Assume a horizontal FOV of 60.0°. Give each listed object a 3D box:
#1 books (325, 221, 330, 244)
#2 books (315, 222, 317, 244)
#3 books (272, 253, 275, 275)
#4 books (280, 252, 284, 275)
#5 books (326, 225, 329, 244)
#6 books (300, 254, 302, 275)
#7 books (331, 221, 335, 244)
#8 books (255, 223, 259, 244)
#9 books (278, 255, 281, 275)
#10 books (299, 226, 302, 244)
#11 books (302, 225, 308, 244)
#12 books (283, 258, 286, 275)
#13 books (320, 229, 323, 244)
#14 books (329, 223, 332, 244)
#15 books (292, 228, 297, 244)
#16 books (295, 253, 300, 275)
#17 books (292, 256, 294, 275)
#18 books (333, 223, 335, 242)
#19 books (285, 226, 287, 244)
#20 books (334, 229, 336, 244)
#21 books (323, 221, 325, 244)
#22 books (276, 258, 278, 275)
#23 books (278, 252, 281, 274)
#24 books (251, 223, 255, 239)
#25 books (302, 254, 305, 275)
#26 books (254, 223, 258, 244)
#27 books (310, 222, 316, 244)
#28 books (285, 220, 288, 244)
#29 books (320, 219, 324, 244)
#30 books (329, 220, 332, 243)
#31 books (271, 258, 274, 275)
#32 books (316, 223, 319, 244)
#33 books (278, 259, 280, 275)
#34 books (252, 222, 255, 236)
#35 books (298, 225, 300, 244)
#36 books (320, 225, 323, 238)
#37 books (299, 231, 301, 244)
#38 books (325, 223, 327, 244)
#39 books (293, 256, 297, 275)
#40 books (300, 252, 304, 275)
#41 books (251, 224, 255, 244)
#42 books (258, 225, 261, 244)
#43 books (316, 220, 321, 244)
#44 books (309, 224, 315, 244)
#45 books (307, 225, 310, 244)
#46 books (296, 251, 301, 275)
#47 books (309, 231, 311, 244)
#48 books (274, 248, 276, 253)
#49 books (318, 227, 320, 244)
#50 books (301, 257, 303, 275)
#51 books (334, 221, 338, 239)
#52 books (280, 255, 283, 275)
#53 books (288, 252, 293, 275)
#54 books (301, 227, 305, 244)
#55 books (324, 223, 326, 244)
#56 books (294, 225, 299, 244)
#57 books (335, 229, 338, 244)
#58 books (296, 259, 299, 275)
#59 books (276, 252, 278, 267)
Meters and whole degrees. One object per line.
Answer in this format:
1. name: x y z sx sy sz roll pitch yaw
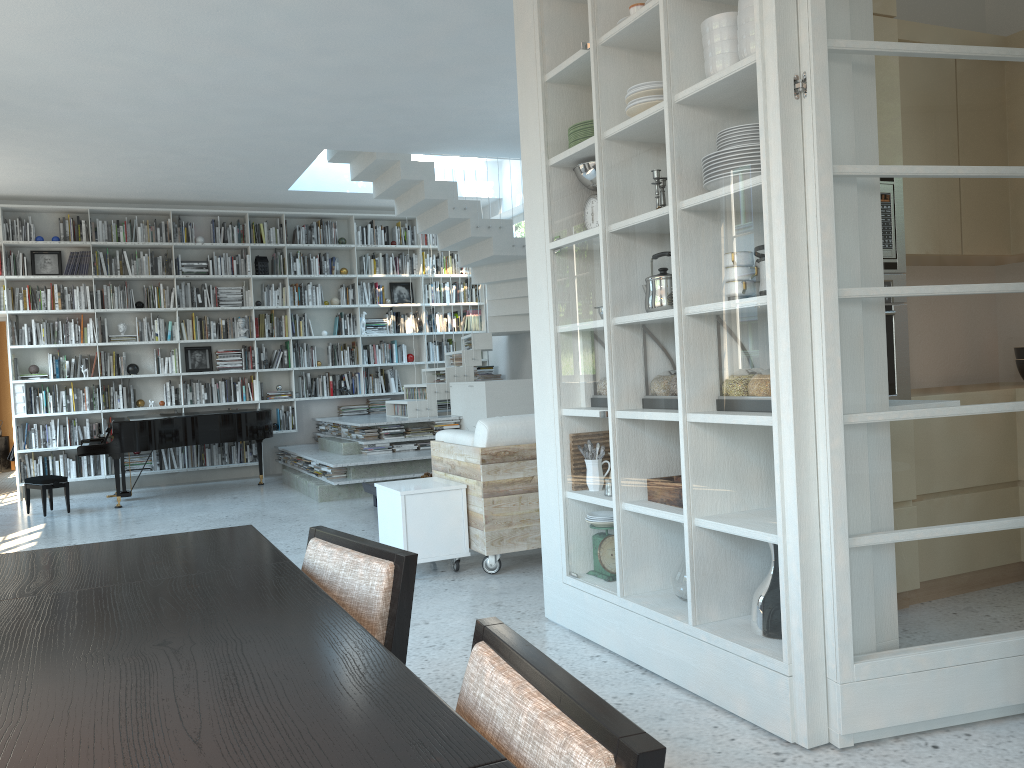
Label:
1. books: -2.275 -1.842 10.916 0.008 0.307 0.182 -4 2 -25
2. books: -2.418 -1.828 10.876 0.017 0.295 0.139 -4 2 -25
3. books: -2.859 -1.423 10.632 0.021 0.272 0.190 -4 2 -25
4. books: -2.775 -1.438 10.710 0.005 0.292 0.130 -4 2 -25
5. books: -2.292 -1.814 10.918 0.024 0.252 0.149 -4 2 -25
6. books: -2.580 -1.437 10.778 0.010 0.269 0.166 -4 2 -25
7. books: -2.224 -1.840 10.940 0.013 0.297 0.188 -4 2 -25
8. books: -3.041 -1.774 10.577 0.008 0.262 0.142 -4 2 -25
9. books: -2.809 -1.417 10.673 0.005 0.255 0.158 -4 2 -24
10. books: -2.575 -1.785 10.774 0.013 0.229 0.174 -4 1 -25
11. books: -2.527 -1.801 10.811 0.030 0.255 0.161 -4 2 -25
12. books: -2.753 -1.400 10.683 0.008 0.214 0.223 -4 1 -24
13. books: -2.352 -1.784 10.868 0.018 0.201 0.188 -4 1 -25
14. books: -2.256 -1.839 10.937 0.019 0.299 0.137 -4 2 -25
15. books: -2.638 -1.769 10.744 0.046 0.206 0.183 -4 1 -25
16. books: -2.606 -1.442 10.774 0.011 0.283 0.173 -4 2 -25
17. books: -2.665 -1.417 10.755 0.012 0.240 0.138 -4 2 -25
18. books: -2.211 -1.831 10.938 0.008 0.279 0.180 -4 2 -24
19. books: -2.751 -1.775 10.697 0.033 0.229 0.175 -4 1 -25
20. books: -2.204 -1.800 10.957 0.018 0.214 0.157 -4 1 -25
21. books: -2.325 -1.835 10.877 0.015 0.299 0.183 -4 2 -25
22. books: -2.842 -1.396 10.671 0.024 0.217 0.169 -4 1 -25
23. books: -2.813 -1.435 10.701 0.013 0.289 0.131 -4 2 -25
24. books: -3.080 -1.770 10.548 0.006 0.260 0.166 -4 2 -25
25. books: -2.551 -1.443 10.816 0.012 0.276 0.133 -4 2 -25
26. books: -3.057 -1.772 10.561 0.034 0.261 0.157 -4 2 -25
27. books: -2.431 -1.825 10.856 0.024 0.292 0.167 -4 2 -25
28. books: -2.731 -1.813 10.697 0.019 0.304 0.176 -4 2 -25
29. books: -2.343 -1.849 10.887 0.007 0.329 0.183 -4 2 -25
30. books: -2.252 -1.851 10.958 0.008 0.321 0.133 -4 2 -25
31. books: -2.877 -1.393 10.659 0.019 0.214 0.156 -4 1 -25
32. books: -2.400 -1.824 10.878 0.007 0.285 0.159 -4 2 -25
33. books: -2.820 -1.395 10.679 0.013 0.211 0.140 -4 2 -25
34. books: -3.080 -1.780 10.561 0.007 0.279 0.150 -4 2 -25
35. books: -2.605 -1.796 10.786 0.012 0.255 0.133 -4 2 -25
36. books: -2.348 -1.809 10.886 0.008 0.251 0.170 -4 2 -25
37. books: -2.589 -1.761 10.782 0.009 0.183 0.160 -4 1 -25
38. books: -2.307 -1.824 10.912 0.008 0.275 0.163 -4 2 -24
39. books: -2.646 -1.420 10.758 0.026 0.243 0.148 -4 2 -25
40. books: -2.564 -1.451 10.802 0.021 0.296 0.138 -4 2 -25
41. books: -3.079 -1.760 10.532 0.007 0.239 0.191 -4 1 -25
42. books: -3.022 -1.760 10.566 0.015 0.234 0.171 -4 1 -25
43. books: -2.372 -1.839 10.876 0.006 0.312 0.179 -4 2 -25
44. books: -2.444 -1.807 10.825 0.028 0.258 0.185 -4 1 -25
45. books: -2.505 -1.803 10.823 0.021 0.256 0.169 -4 2 -25
46. books: -2.592 -1.455 10.774 0.014 0.307 0.152 -4 2 -25
47. books: -2.486 -1.771 10.851 0.031 0.190 0.132 -4 2 -25
48. books: -2.850 -1.457 10.667 0.025 0.339 0.143 -4 2 -25
49. books: -2.379 -1.798 10.867 0.018 0.231 0.160 -4 2 -25
50. books: -2.573 -1.421 10.792 0.012 0.236 0.165 -4 2 -25
51. books: -2.179 -1.847 10.959 0.006 0.306 0.163 -4 2 -25
52. books: -2.782 -1.416 10.669 0.013 0.248 0.186 -4 1 -25
53. books: -2.681 -1.439 10.732 0.012 0.285 0.159 -4 2 -25
54. books: -2.553 -1.785 10.799 0.028 0.226 0.163 -4 1 -25
55. books: -2.318 -1.826 10.911 0.012 0.280 0.144 -4 2 -25
56. books: -2.616 -1.790 10.760 0.009 0.244 0.173 -4 2 -25
57. books: -2.185 -1.798 10.955 0.014 0.209 0.188 -4 1 -25
58. books: -2.614 -1.404 10.752 0.026 0.208 0.181 -4 1 -25
59. books: -2.826 -1.433 10.655 0.021 0.288 0.179 -4 2 -25
